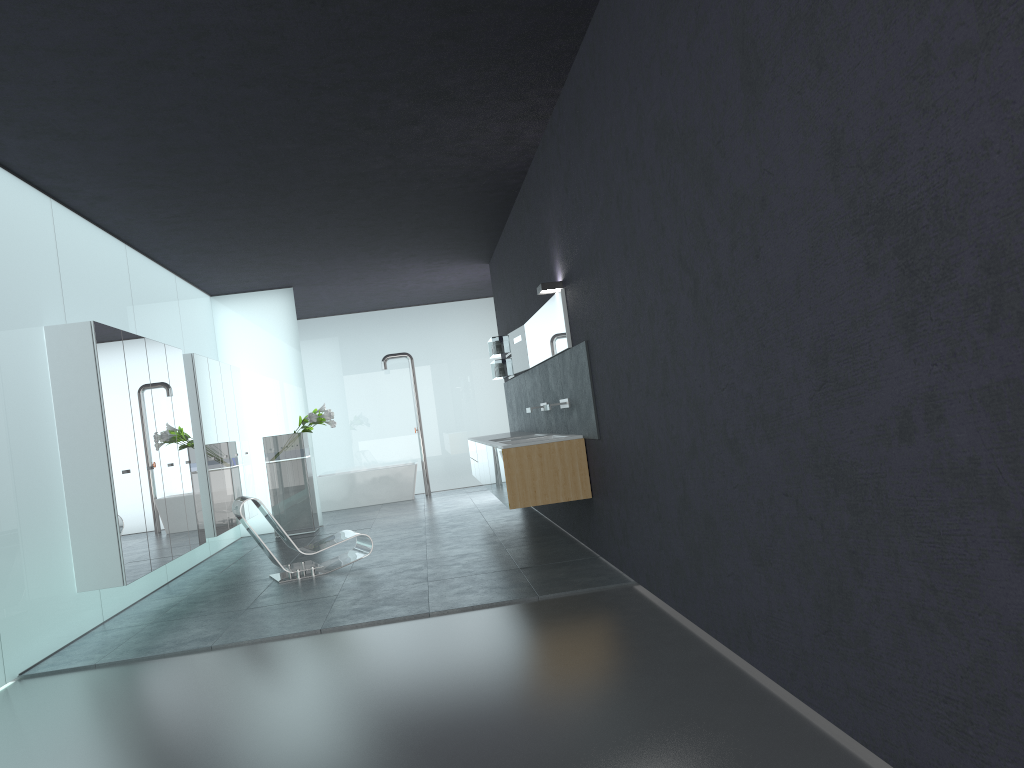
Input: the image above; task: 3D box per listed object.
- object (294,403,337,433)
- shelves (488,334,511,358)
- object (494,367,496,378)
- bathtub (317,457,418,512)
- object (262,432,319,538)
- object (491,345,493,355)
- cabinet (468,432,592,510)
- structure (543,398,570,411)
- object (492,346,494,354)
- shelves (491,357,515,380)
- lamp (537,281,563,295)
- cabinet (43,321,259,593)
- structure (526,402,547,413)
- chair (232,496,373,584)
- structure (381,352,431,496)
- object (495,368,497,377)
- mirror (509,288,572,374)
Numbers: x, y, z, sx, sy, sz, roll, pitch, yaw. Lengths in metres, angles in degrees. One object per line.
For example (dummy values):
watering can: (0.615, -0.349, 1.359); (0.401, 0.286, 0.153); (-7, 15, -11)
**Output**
object: (-3.128, 0.695, 13.224); (1.023, 0.779, 0.975); (-7, -2, -14)
shelves: (-0.181, -0.540, 12.962); (0.265, 0.285, 0.770); (-7, -2, -6)
object: (-0.212, -0.173, 13.232); (0.096, 0.184, 0.068); (-7, -1, -14)
bathtub: (-2.774, 1.879, 17.042); (1.977, 0.858, 0.961); (-7, -1, -6)
object: (-3.316, 1.499, 13.335); (0.584, 1.490, 0.575); (-7, -1, -6)
object: (-0.255, -0.498, 13.236); (0.096, 0.184, 0.068); (-7, -1, -14)
cabinet: (0.019, 0.904, 10.526); (0.734, 0.556, 5.587); (-7, -2, -6)
structure: (0.418, 0.199, 8.496); (0.186, 0.088, 0.482); (-7, -2, -6)
object: (-0.233, -0.508, 13.023); (0.096, 0.184, 0.068); (-8, -1, 3)
shelves: (-0.138, -0.215, 12.958); (0.265, 0.285, 0.770); (-7, -2, -6)
lamp: (0.343, -0.870, 8.039); (0.198, 0.066, 0.277); (-7, -2, -6)
cabinet: (-3.835, 0.739, 10.312); (0.398, 2.214, 6.008); (-7, -2, -6)
structure: (0.273, 0.267, 9.907); (0.186, 0.088, 0.482); (-7, -2, -6)
chair: (-2.148, 1.512, 9.113); (1.260, 0.870, 0.630); (-7, -1, -25)
structure: (-2.050, 0.826, 17.142); (0.642, 2.871, 0.123); (-7, -1, -6)
object: (-0.190, -0.183, 13.019); (0.096, 0.184, 0.068); (-8, -1, 3)
mirror: (0.280, -0.495, 9.707); (0.109, 0.532, 3.725); (-7, -2, -8)
